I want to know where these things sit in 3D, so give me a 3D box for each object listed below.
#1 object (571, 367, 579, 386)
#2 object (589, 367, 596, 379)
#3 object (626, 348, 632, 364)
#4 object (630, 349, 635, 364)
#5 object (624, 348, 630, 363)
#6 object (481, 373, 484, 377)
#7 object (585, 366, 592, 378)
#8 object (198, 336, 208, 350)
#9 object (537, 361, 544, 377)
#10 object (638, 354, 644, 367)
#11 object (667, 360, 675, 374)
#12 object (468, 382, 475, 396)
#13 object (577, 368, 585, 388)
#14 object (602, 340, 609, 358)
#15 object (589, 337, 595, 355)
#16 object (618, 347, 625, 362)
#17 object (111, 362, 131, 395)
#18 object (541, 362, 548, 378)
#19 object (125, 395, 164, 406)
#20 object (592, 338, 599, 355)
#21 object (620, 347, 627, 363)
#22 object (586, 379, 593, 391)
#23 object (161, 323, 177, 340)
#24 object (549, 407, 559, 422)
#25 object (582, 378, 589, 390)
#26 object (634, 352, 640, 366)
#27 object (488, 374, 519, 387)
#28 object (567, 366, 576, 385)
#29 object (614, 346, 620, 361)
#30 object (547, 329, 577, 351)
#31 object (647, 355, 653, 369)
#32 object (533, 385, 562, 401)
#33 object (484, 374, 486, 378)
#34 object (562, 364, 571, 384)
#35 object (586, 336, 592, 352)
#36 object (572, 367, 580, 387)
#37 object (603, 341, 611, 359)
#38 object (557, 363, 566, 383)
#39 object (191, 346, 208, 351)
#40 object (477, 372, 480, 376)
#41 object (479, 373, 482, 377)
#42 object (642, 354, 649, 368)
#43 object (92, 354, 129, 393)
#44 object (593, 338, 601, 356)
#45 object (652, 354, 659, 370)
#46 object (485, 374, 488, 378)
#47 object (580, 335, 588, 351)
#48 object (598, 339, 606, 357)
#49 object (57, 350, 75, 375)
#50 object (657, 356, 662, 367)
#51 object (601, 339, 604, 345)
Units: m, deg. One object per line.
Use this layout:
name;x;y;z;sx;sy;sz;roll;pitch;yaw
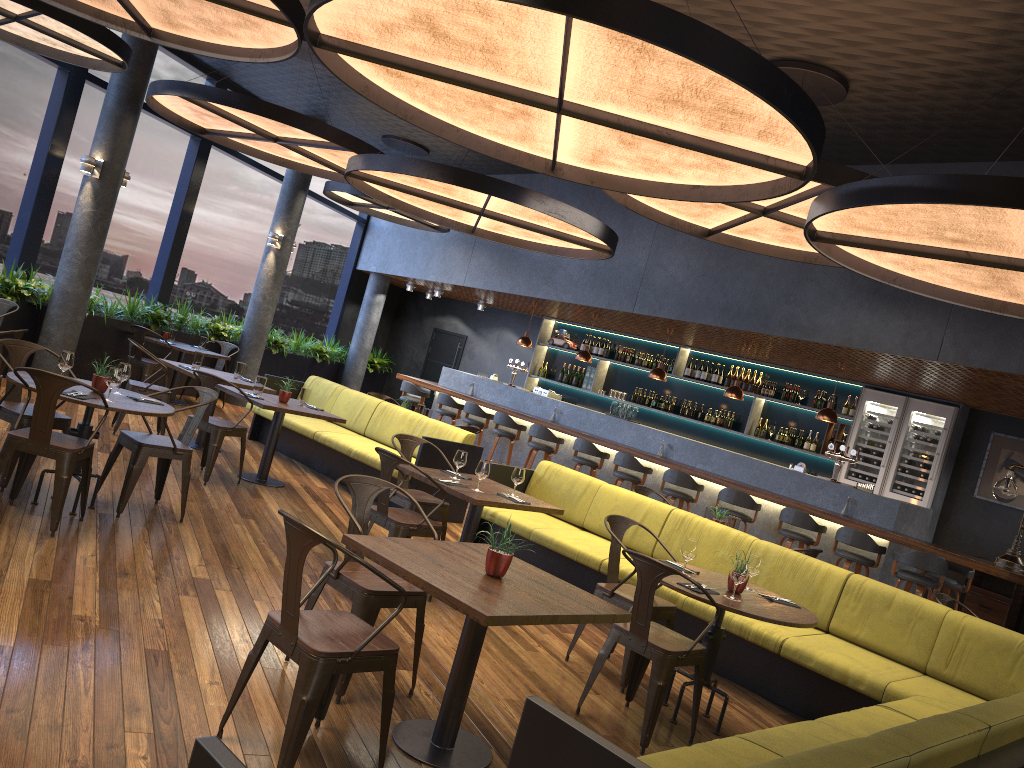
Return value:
object;1.089;-0.124;14.973;0.094;0.340;0.094;15;1;-36
object;1.358;-0.165;14.613;0.098;0.192;0.080;16;1;44
object;1.877;-0.446;14.159;0.063;0.254;0.063;15;1;-28
object;1.927;-0.434;14.262;0.063;0.254;0.063;16;1;-8
object;1.852;-0.456;14.326;0.063;0.254;0.063;16;1;16
object;-0.475;-0.141;14.438;0.042;0.059;0.042;16;1;42
object;1.290;-0.185;14.685;0.098;0.192;0.080;16;1;44
object;-4.188;-0.548;12.003;0.102;0.178;0.102;16;1;36
object;0.511;-0.260;15.496;0.079;0.281;0.079;15;1;-27
object;2.060;-0.375;14.080;0.068;0.217;0.068;15;1;-26
object;2.449;-0.263;13.597;0.088;0.224;0.088;15;1;-31
object;-0.612;0.070;13.500;0.114;0.203;0.069;16;1;2
object;1.170;-0.100;14.904;0.094;0.340;0.094;15;1;-24
object;1.548;-0.575;14.626;0.085;0.310;0.086;16;1;-5
object;1.339;-0.637;14.834;0.085;0.310;0.086;15;1;-35
object;1.787;-0.475;14.387;0.063;0.254;0.063;16;1;21
object;-2.611;-0.036;5.930;0.097;0.206;0.097;16;1;16
object;0.576;-0.241;15.435;0.079;0.281;0.079;15;1;-42
object;-2.469;0.101;5.927;0.157;0.019;0.255;16;1;42
object;1.405;-0.617;14.765;0.085;0.310;0.086;15;1;-19
object;1.805;-0.468;14.258;0.063;0.254;0.063;16;1;16
object;1.307;0.020;14.616;0.098;0.192;0.080;16;1;44
object;-4.671;-0.731;11.961;0.260;0.271;0.238;15;1;-44
object;0.593;0.424;12.300;0.114;0.203;0.069;16;1;5
object;1.237;0.000;14.686;0.098;0.192;0.080;16;1;44
object;1.992;-0.394;14.019;0.068;0.217;0.068;16;1;34
object;-0.130;-0.075;14.884;0.200;0.106;0.766;16;1;44
object;1.021;-0.144;15.040;0.094;0.340;0.094;15;1;-24
object;1.706;-0.497;14.317;0.063;0.254;0.063;16;1;26
object;0.881;-0.774;15.264;0.579;0.319;0.229;16;1;44
object;2.188;-0.342;14.010;0.088;0.224;0.088;16;1;39
object;0.495;0.342;15.114;0.355;0.569;0.550;16;1;44
object;-0.453;-0.135;14.484;0.042;0.059;0.042;16;1;42
object;0.933;-0.168;14.984;0.094;0.340;0.094;15;1;-32
object;1.273;-0.655;14.769;0.085;0.310;0.086;15;1;-19
object;1.085;-0.123;14.845;0.094;0.340;0.094;16;1;-6
object;1.563;-0.551;14.481;0.083;0.301;0.083;15;1;-39
object;0.856;-0.190;15.043;0.094;0.340;0.094;15;1;-24
object;-4.269;-0.490;12.167;0.255;0.019;0.157;16;1;20
object;-0.544;-0.160;14.379;0.042;0.059;0.042;16;1;42
object;-0.512;-0.151;14.412;0.042;0.059;0.042;16;1;42
object;2.110;-0.363;13.940;0.088;0.224;0.088;16;1;39
object;-2.630;-0.076;5.728;0.260;0.271;0.238;16;1;-7
object;1.415;-0.613;14.631;0.085;0.310;0.086;15;1;-27
object;2.242;-0.339;13.816;0.063;0.254;0.063;16;1;2
object;-0.418;-0.126;14.519;0.042;0.059;0.042;16;1;42
object;1.210;-0.673;14.835;0.085;0.310;0.086;15;1;-12
object;1.485;-0.592;14.558;0.085;0.310;0.086;15;1;-12
object;-2.873;-0.107;5.692;0.097;0.206;0.097;16;1;-4
object;2.310;-0.321;13.872;0.063;0.254;0.063;15;1;-18
object;1.484;-0.594;14.694;0.085;0.310;0.086;15;1;-19
